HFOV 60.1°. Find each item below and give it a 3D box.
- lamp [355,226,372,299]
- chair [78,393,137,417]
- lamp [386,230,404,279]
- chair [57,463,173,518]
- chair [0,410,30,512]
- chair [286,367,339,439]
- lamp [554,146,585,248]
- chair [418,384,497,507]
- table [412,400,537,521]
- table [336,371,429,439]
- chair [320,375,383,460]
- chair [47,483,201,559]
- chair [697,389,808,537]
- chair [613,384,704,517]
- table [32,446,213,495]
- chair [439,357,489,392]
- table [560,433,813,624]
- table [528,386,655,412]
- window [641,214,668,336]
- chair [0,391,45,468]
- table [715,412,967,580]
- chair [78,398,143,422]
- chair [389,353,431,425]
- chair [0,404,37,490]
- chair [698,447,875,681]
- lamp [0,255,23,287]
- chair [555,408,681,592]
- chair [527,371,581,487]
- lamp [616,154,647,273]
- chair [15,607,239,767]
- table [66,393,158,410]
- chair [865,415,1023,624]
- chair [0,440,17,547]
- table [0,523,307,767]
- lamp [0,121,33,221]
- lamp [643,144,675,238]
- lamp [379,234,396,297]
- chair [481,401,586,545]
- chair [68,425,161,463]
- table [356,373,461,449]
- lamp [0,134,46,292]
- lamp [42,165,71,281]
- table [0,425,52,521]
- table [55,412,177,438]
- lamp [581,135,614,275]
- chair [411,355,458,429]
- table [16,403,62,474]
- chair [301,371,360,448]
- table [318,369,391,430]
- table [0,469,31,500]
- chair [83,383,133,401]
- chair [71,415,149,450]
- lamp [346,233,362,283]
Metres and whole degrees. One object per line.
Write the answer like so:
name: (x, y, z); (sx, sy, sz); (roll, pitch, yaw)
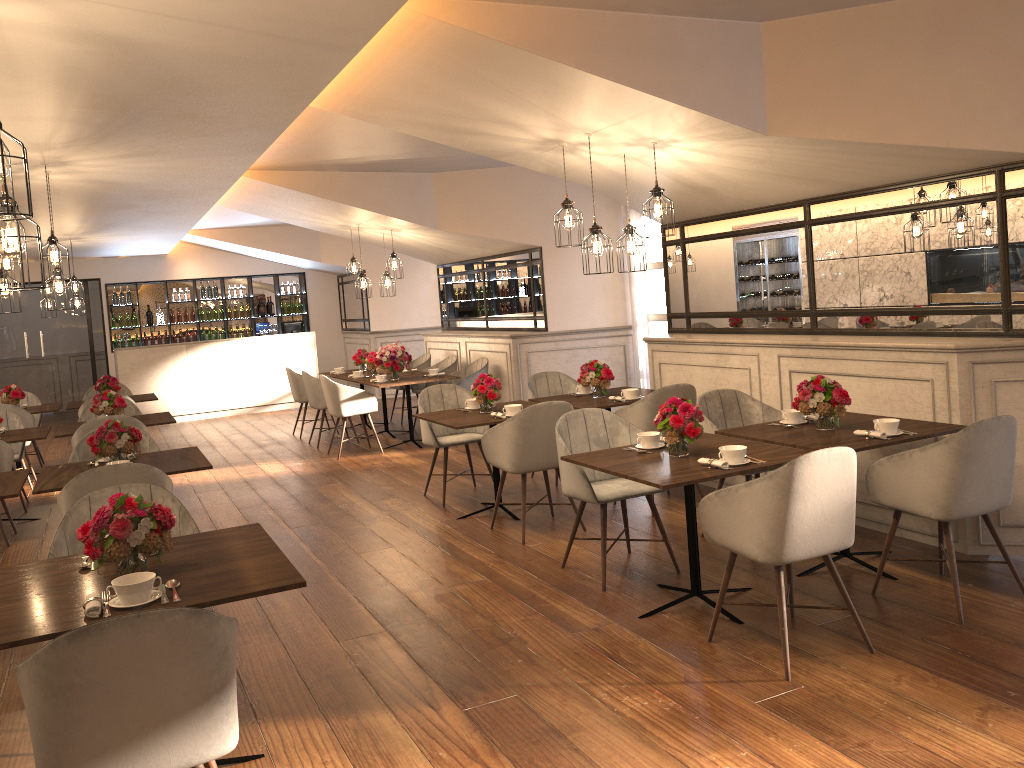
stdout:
lamp: (-1.770, -2.010, 10.094); (0.175, 2.065, 0.175); (-5, 3, -23)
chair: (-4.157, 0.510, 9.160); (0.566, 0.870, 0.527); (-6, 4, -25)
lamp: (-1.406, -2.226, 10.039); (0.175, 2.065, 0.175); (-5, 3, -23)
chair: (-2.021, 0.810, 4.577); (0.566, 0.870, 0.527); (-6, 4, -25)
chair: (-4.524, 0.683, 7.722); (0.566, 0.870, 0.527); (-6, 4, -25)
chair: (-2.499, 0.196, 11.002); (0.527, 0.870, 0.565); (-6, 4, -25)
lamp: (0.295, -1.909, 5.623); (0.175, 2.065, 0.175); (-5, 3, -23)
chair: (-0.442, 0.450, 6.939); (0.566, 0.870, 0.527); (-6, 4, -25)
table: (-0.118, 0.561, 6.351); (0.898, 0.719, 0.897); (-6, 5, -25)
table: (-1.507, 0.250, 10.471); (0.898, 0.719, 0.897); (-6, 5, -25)
chair: (-1.706, 0.308, 9.300); (0.527, 0.870, 0.565); (-6, 4, -25)
chair: (-1.522, 0.877, 3.542); (0.566, 0.870, 0.527); (-6, 4, -25)
chair: (1.406, 0.481, 5.236); (0.566, 0.870, 0.527); (-6, 4, -25)
chair: (1.014, 0.419, 6.152); (0.566, 0.870, 0.527); (-6, 4, -25)
table: (-2.245, 0.840, 5.199); (0.898, 0.719, 0.897); (-6, 5, -25)
chair: (-0.514, 0.159, 9.874); (0.527, 0.870, 0.565); (-6, 4, -25)
table: (0.864, 0.699, 4.244); (0.898, 0.719, 0.897); (-6, 5, -25)
table: (0.749, 0.454, 6.753); (0.898, 0.719, 0.897); (-6, 5, -25)
window: (2.411, -0.634, 7.964); (0.496, 2.382, 14.536); (-6, 6, -28)
chair: (-5.570, 0.536, 9.967); (0.566, 0.870, 0.527); (-6, 4, -25)
table: (1.730, 0.592, 4.647); (0.898, 0.719, 0.897); (-6, 5, -25)
chair: (-3.657, 0.576, 8.125); (0.566, 0.870, 0.527); (-6, 4, -25)
chair: (-1.307, 0.047, 11.577); (0.527, 0.870, 0.565); (-6, 4, -25)
chair: (-5.023, 0.617, 8.757); (0.566, 0.870, 0.527); (-6, 4, -25)
chair: (1.129, 0.664, 3.642); (0.566, 0.870, 0.527); (-6, 4, -25)
lamp: (-3.659, -1.721, 6.254); (0.175, 2.065, 0.175); (-5, 3, -23)
chair: (0.540, 0.588, 4.833); (0.566, 0.870, 0.527); (-6, 4, -25)
chair: (0.425, 0.343, 7.342); (0.566, 0.870, 0.527); (-6, 4, -25)
lamp: (0.688, -1.741, 5.585); (0.175, 2.065, 0.175); (-5, 3, -23)
chair: (-0.975, 0.957, 2.332); (0.566, 0.870, 0.527); (-6, 4, -25)
table: (-4.380, 0.540, 9.781); (0.898, 0.719, 0.897); (-6, 5, -25)
chair: (1.996, 0.557, 4.045); (0.566, 0.870, 0.527); (-6, 4, -25)
chair: (-3.977, 0.764, 6.511); (0.566, 0.870, 0.527); (-6, 4, -25)
table: (-1.198, 0.988, 2.953); (0.898, 0.719, 0.897); (-6, 5, -25)
lamp: (-1.540, -1.500, 2.472); (0.175, 2.065, 0.175); (-5, 3, -23)
lamp: (0.812, -1.914, 5.278); (0.175, 2.065, 0.175); (-5, 3, -23)
lamp: (-1.530, -2.053, 10.345); (0.175, 2.065, 0.175); (-5, 3, -23)
chair: (0.148, 0.526, 5.749); (0.566, 0.870, 0.527); (-6, 4, -25)
chair: (-2.569, 0.729, 5.788); (0.566, 0.870, 0.527); (-6, 4, -25)
table: (-1.110, 0.306, 9.620); (0.898, 0.719, 0.897); (-6, 5, -25)
lamp: (-1.664, -1.327, 2.778); (0.175, 2.065, 0.175); (-5, 3, -23)
lamp: (-3.141, -1.726, 5.910); (0.175, 2.065, 0.175); (-5, 3, -23)
table: (-4.200, 0.794, 7.132); (0.898, 0.719, 0.897); (-6, 5, -25)
table: (-3.333, 0.687, 7.535); (0.898, 0.719, 0.897); (-6, 5, -25)
lamp: (0.448, -1.698, 5.333); (0.175, 2.065, 0.175); (-5, 3, -23)
chair: (-0.910, 0.103, 10.725); (0.527, 0.870, 0.565); (-6, 4, -25)
table: (-5.246, 0.647, 9.378); (0.898, 0.719, 0.897); (-6, 5, -25)
chair: (-2.103, 0.252, 10.151); (0.527, 0.870, 0.565); (-6, 4, -25)
table: (-1.903, 0.194, 11.323); (0.898, 0.719, 0.897); (-6, 5, -25)
table: (-3.112, 0.947, 4.795); (0.898, 0.719, 0.897); (-6, 5, -25)
chair: (-4.704, 0.429, 10.370); (0.566, 0.870, 0.527); (-6, 4, -25)
chair: (-3.110, 0.657, 6.914); (0.566, 0.870, 0.527); (-6, 4, -25)
lamp: (-1.924, -2.222, 10.383); (0.175, 2.065, 0.175); (-5, 3, -23)
